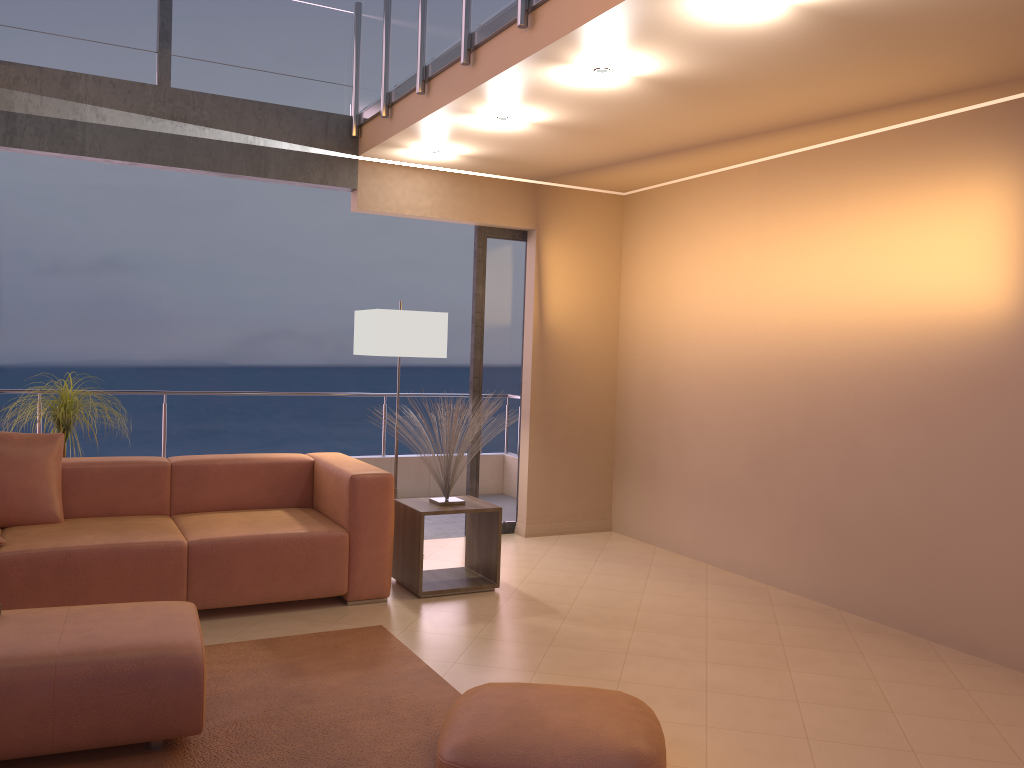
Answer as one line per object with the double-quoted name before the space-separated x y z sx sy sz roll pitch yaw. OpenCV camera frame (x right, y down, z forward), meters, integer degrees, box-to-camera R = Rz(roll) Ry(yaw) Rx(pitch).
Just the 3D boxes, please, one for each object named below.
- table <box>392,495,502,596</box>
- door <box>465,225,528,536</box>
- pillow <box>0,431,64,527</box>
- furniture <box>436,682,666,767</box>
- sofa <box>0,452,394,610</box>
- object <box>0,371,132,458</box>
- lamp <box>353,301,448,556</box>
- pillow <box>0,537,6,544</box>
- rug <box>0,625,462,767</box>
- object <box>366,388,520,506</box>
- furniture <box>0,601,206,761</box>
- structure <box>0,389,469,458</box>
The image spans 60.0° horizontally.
"table" -0.362 0.868 4.849 0.469 0.436 0.415 1 2 -28
"door" -0.070 -0.015 6.249 0.480 2.160 0.056 1 2 -28
"pillow" -2.393 0.445 4.227 0.470 0.468 0.211 1 2 -32
"furniture" 0.127 1.111 2.772 0.699 0.226 0.659 2 2 2
"sofa" -2.020 0.731 4.265 2.781 0.672 0.943 1 2 -28
"object" -2.599 0.472 5.129 0.729 1.088 0.703 3 2 31
"lamp" -0.717 0.270 5.539 0.454 1.578 0.454 1 2 -28
"pillow" -2.526 0.555 3.729 0.514 0.292 0.517 3 2 32
"rug" -1.345 1.143 2.689 2.626 0.005 1.833 1 2 -28
"object" -0.382 0.330 4.907 0.703 0.634 0.700 3 2 19
"furniture" -1.668 0.929 2.813 1.291 0.301 0.685 1 2 -23
"structure" -1.480 0.375 6.494 4.176 0.541 1.663 1 2 -28
